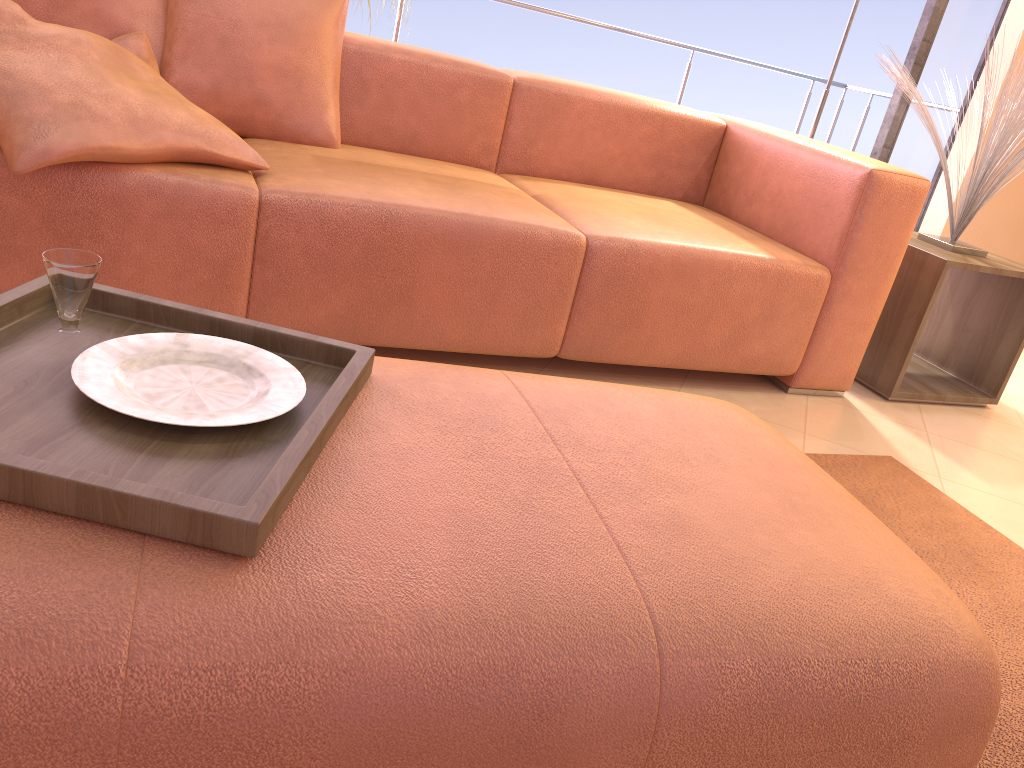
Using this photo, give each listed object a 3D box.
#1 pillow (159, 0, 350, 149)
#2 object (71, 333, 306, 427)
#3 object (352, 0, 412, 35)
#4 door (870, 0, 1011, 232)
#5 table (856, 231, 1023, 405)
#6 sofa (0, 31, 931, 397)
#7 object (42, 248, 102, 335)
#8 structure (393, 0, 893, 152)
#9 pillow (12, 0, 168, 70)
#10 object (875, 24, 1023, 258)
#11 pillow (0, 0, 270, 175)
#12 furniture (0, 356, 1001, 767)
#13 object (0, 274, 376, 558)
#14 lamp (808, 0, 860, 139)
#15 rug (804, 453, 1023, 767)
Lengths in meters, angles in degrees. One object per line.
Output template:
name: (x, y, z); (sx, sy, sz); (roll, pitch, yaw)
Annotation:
pillow: (-0.640, -0.858, 2.223); (0.470, 0.468, 0.211); (1, 25, -28)
object: (-0.347, -0.002, 0.967); (0.240, 0.018, 0.240); (25, 24, 26)
object: (-0.747, -1.165, 3.089); (0.729, 1.088, 0.703); (27, 25, 30)
door: (1.936, -1.428, 3.875); (0.480, 2.160, 0.056); (3, 24, -24)
table: (1.331, -0.230, 2.865); (0.469, 0.436, 0.415); (3, 24, -24)
sofa: (-0.326, -0.526, 2.338); (2.781, 0.672, 0.943); (3, 24, -24)
object: (-0.508, -0.103, 1.023); (0.061, 0.091, 0.061); (-4, 28, -38)
structure: (0.515, -1.449, 4.295); (4.176, 0.541, 1.663); (3, 24, -24)
pillow: (-0.999, -0.883, 2.067); (0.492, 0.446, 0.255); (-5, 28, -39)
object: (1.419, -0.750, 2.740); (0.703, 0.634, 0.700); (21, 23, 19)
pillow: (-0.846, -0.626, 1.796); (0.514, 0.292, 0.517); (27, 25, 31)
furniture: (-0.180, 0.195, 1.023); (1.291, 0.301, 0.685); (6, 23, -19)
object: (-0.396, 0.001, 0.921); (0.421, 0.034, 0.436); (13, 22, -1)
lamp: (1.173, -1.078, 3.329); (0.454, 1.578, 0.454); (3, 24, -24)
rug: (0.081, 0.501, 0.964); (2.626, 0.005, 1.833); (3, 24, -24)
